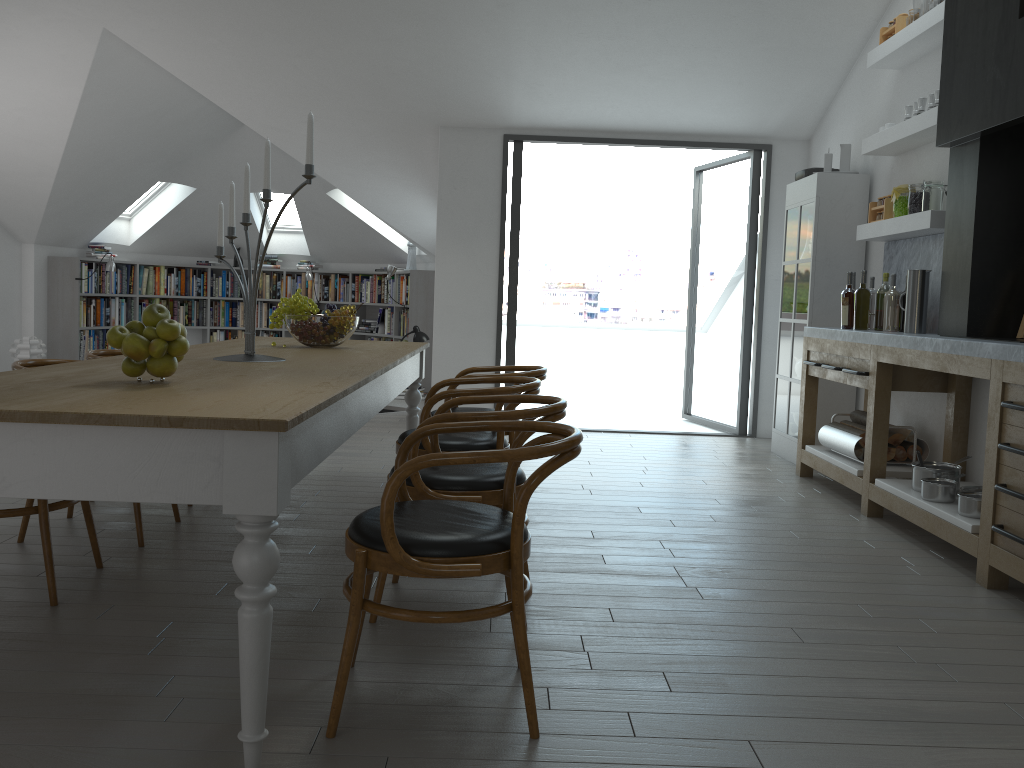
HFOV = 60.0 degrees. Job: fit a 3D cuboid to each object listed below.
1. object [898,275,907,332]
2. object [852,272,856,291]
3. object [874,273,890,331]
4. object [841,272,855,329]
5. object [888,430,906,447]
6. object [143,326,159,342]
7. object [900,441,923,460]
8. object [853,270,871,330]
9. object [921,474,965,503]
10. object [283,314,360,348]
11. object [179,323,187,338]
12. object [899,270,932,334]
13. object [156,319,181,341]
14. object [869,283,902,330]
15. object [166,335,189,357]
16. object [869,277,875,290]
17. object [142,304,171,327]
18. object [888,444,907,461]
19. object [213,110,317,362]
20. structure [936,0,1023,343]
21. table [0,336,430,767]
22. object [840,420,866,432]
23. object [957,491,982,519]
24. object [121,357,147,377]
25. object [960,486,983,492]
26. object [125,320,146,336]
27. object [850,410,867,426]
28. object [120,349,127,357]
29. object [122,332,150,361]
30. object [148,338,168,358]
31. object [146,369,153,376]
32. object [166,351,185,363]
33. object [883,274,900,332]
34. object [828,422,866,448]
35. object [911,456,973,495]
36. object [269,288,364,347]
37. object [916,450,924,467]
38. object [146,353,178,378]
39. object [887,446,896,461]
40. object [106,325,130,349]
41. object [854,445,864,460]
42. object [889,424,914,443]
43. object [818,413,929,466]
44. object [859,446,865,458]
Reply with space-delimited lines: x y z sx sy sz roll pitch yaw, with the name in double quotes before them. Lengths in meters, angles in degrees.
"object" 2.248 -0.458 5.041 0.085 0.330 0.085 3 4 8
"object" 2.126 -0.522 5.552 0.085 0.359 0.088 4 4 21
"object" 2.154 -0.472 5.126 0.092 0.338 0.092 3 4 17
"object" 2.042 -0.500 5.373 0.093 0.358 0.092 5 5 34
"object" 2.152 0.297 5.205 0.115 0.079 0.436 2 5 -3
"object" -0.971 -0.132 2.398 0.053 0.050 0.053 0 5 -29
"object" 2.254 0.365 5.204 0.091 0.092 0.438 2 5 -3
"object" 2.046 -0.485 5.176 0.093 0.358 0.092 6 5 43
"object" 2.006 0.483 4.071 0.261 0.113 0.154 1 5 -11
"object" -0.919 -0.252 4.272 0.360 0.159 0.361 0 5 -20
"object" -0.938 -0.138 2.465 0.066 0.071 0.073 -1 5 -31
"object" 2.174 -0.443 4.776 0.114 0.339 0.165 2 4 3
"object" -0.922 -0.145 2.379 0.062 0.059 0.062 2 5 0
"object" 2.220 -0.461 5.283 0.184 0.285 0.184 4 5 23
"object" -0.912 -0.103 2.414 0.062 0.059 0.062 2 5 4
"object" 2.216 -0.497 5.476 0.085 0.330 0.085 3 4 8
"object" -0.977 -0.184 2.434 0.072 0.074 0.072 2 4 0
"object" 2.167 0.370 5.205 0.091 0.089 0.456 2 5 -3
"object" -0.948 -0.519 3.276 0.265 0.873 0.776 0 5 -26
"structure" 2.497 -1.131 3.988 0.780 1.881 1.078 2 4 -1
"table" -0.991 0.296 3.496 1.018 0.797 3.356 2 5 -1
"object" 2.051 0.280 5.211 0.101 0.086 0.363 2 5 -3
"object" 2.029 0.512 3.770 0.261 0.113 0.154 2 5 -1
"object" -1.028 -0.050 2.412 0.063 0.063 0.064 3 5 11
"object" 2.271 0.494 4.032 0.508 0.052 0.264 0 6 -24
"object" -1.032 -0.146 2.429 0.058 0.057 0.053 3 5 14
"object" 2.110 0.221 5.243 0.104 0.102 0.292 2 5 -3
"object" -1.050 -0.104 2.460 0.071 0.072 0.071 -1 6 -36
"object" -1.000 -0.099 2.364 0.076 0.076 0.077 -1 5 -34
"object" -0.944 -0.095 2.366 0.051 0.053 0.053 1 5 -9
"object" -0.994 -0.047 2.473 0.050 0.050 0.051 2 5 3
"object" -0.950 -0.086 2.490 0.059 0.056 0.059 2 5 -6
"object" 2.135 -0.454 4.984 0.085 0.330 0.085 3 4 8
"object" 1.973 0.295 5.183 0.092 0.093 0.438 2 5 -3
"object" 2.114 0.447 4.280 0.378 0.163 0.223 1 5 -11
"object" -0.942 -0.317 4.282 0.394 0.284 0.293 -1 6 -36
"object" 2.008 0.412 4.308 0.051 0.152 0.191 2 5 -1
"object" -0.954 -0.055 2.418 0.078 0.074 0.080 7 6 44
"object" 2.084 0.369 5.183 0.093 0.083 0.480 2 5 -3
"object" -1.054 -0.125 2.378 0.063 0.063 0.062 -1 6 -38
"object" 1.927 0.372 5.180 0.067 0.067 0.423 2 5 -3
"object" 2.231 0.277 5.188 0.071 0.072 0.423 2 5 -3
"object" 2.096 0.322 5.169 0.429 0.231 0.528 2 5 -3
"object" 2.008 0.377 5.183 0.067 0.067 0.423 2 5 -3
